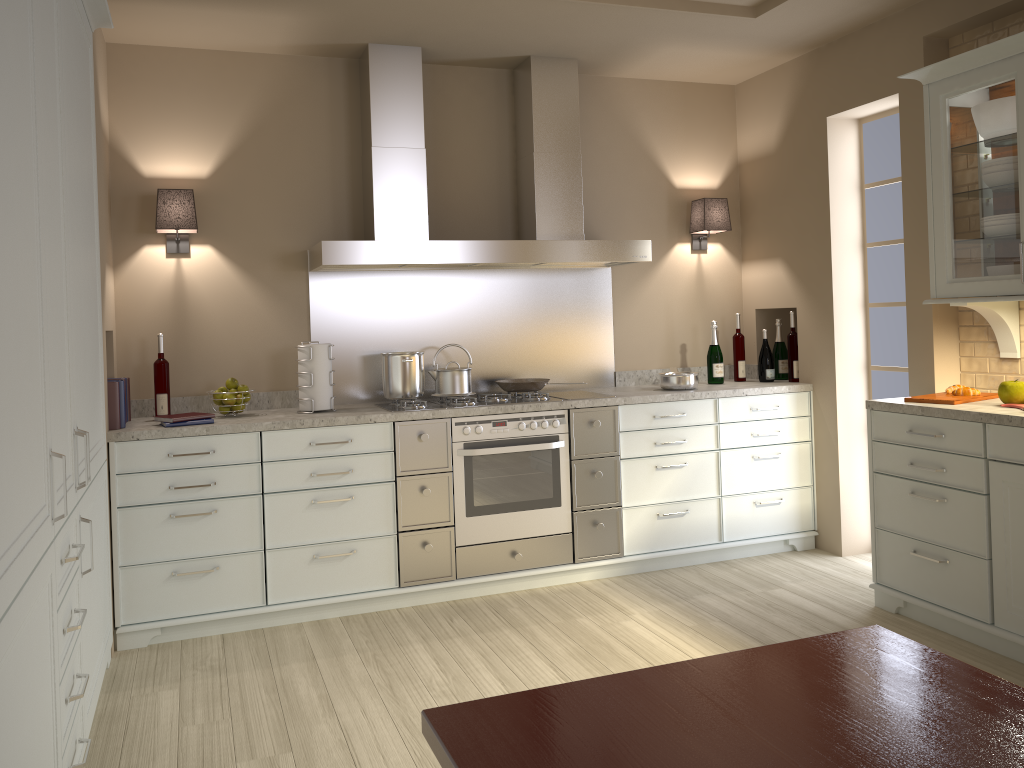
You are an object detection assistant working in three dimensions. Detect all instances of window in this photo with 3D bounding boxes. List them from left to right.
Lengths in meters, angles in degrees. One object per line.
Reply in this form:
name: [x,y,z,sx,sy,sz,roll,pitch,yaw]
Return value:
window: [1.793,-0.353,4.076,0.010,1.198,0.409,-2,0,-20]

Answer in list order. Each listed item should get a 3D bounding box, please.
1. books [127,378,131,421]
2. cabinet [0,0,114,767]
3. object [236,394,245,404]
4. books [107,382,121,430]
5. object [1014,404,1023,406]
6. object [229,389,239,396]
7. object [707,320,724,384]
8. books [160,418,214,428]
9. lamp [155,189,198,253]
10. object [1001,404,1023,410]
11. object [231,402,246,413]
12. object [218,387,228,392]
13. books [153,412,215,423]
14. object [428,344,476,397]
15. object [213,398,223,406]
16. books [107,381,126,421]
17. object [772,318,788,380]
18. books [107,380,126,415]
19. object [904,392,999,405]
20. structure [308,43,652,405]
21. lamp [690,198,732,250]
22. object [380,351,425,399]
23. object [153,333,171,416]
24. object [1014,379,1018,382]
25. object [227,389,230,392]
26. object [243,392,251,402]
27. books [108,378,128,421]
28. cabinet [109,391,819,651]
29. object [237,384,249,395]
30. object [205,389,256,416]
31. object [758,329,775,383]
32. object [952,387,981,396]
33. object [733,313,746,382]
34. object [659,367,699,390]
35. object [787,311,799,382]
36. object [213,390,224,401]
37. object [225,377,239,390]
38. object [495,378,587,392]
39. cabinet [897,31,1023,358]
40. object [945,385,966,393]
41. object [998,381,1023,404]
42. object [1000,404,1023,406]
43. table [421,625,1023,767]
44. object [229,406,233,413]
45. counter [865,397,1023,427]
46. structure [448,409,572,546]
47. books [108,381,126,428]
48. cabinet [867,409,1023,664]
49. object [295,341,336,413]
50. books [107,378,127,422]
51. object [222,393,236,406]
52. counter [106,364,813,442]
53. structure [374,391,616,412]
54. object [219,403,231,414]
books: [-1.683,0.069,3.694,0.165,0.183,0.032,-3,0,-20]
cabinet: [-1.349,-0.090,2.128,0.613,2.338,2.344,-2,2,-20]
object: [-1.149,0.063,3.733,0.039,0.040,0.040,-3,2,-28]
books: [-1.594,0.087,3.391,0.165,0.183,0.032,-3,0,-20]
object: [1.771,0.081,3.046,0.030,0.012,0.148,-2,4,-1]
object: [-1.178,0.038,3.751,0.040,0.038,0.040,0,3,41]
object: [1.053,-0.165,4.593,0.083,0.331,0.083,-2,0,9]
books: [-1.297,0.151,3.522,0.183,0.017,0.164,-4,5,-30]
lamp: [-1.449,-0.703,3.823,0.170,0.258,0.192,-2,1,-20]
object: [1.753,0.082,3.051,0.040,0.013,0.155,-2,4,-4]
object: [-1.166,0.096,3.766,0.059,0.056,0.061,-1,2,25]
object: [-1.230,0.033,3.757,0.044,0.043,0.040,-2,2,-5]
books: [-1.311,0.133,3.531,0.164,0.017,0.183,1,5,40]
object: [-0.275,-0.068,4.102,0.208,0.236,0.209,-2,2,14]
object: [-1.248,0.066,3.774,0.053,0.055,0.054,-1,2,35]
books: [-1.629,0.080,3.514,0.166,0.183,0.091,-3,1,-17]
object: [1.429,-0.187,4.716,0.083,0.331,0.083,-2,0,9]
books: [-1.640,0.077,3.545,0.165,0.182,0.092,-3,1,-20]
object: [1.714,0.054,3.436,0.351,0.020,0.200,-5,5,-35]
structure: [-0.144,-0.743,4.163,1.560,1.679,0.447,-3,0,-20]
lamp: [1.048,-0.855,4.730,0.170,0.258,0.192,-2,1,-20]
object: [-0.495,-0.040,4.028,0.201,0.207,0.201,-1,2,28]
object: [-1.474,-0.031,3.721,0.062,0.366,0.062,-2,0,6]
object: [1.799,-0.007,3.157,0.003,0.021,0.018,-2,1,-34]
object: [-1.226,0.047,3.815,0.054,0.048,0.055,-3,3,-27]
object: [-1.138,0.056,3.776,0.047,0.045,0.047,-3,2,-16]
books: [-1.682,0.070,3.660,0.165,0.183,0.032,-3,0,-20]
cabinet: [-0.094,0.494,4.123,3.209,0.794,0.643,-3,2,-20]
object: [-1.140,0.024,3.750,0.047,0.045,0.047,-3,2,-19]
object: [-1.196,0.082,3.768,0.206,0.109,0.206,0,4,25]
object: [1.321,-0.147,4.600,0.083,0.277,0.084,-2,0,1]
object: [1.753,0.030,3.411,0.098,0.037,0.044,-1,3,10]
object: [1.204,-0.195,4.694,0.062,0.366,0.062,-2,0,14]
object: [0.853,-0.030,4.428,0.198,0.090,0.371,-1,4,22]
object: [1.444,-0.191,4.535,0.062,0.366,0.062,-2,0,14]
object: [-1.232,0.048,3.715,0.047,0.048,0.048,-1,2,33]
object: [-1.195,0.000,3.777,0.055,0.056,0.055,-3,2,-20]
object: [0.114,0.009,4.166,0.424,0.051,0.265,1,5,38]
cabinet: [2.044,-0.601,2.621,0.411,1.112,1.930,-2,3,-20]
object: [1.777,0.021,3.526,0.099,0.037,0.044,-3,2,-10]
object: [1.797,0.034,3.163,0.104,0.090,0.106,-3,2,-14]
object: [1.775,0.078,3.090,0.042,0.012,0.129,-3,4,-19]
table: [0.544,0.796,0.464,0.752,0.679,1.761,-3,4,-20]
object: [-1.208,0.106,3.795,0.038,0.038,0.039,-3,2,-16]
counter: [2.030,0.129,2.587,0.523,0.035,2.200,-3,4,-20]
structure: [-0.079,0.434,4.094,0.541,0.696,0.580,-3,2,-20]
books: [-1.589,0.084,3.427,0.165,0.183,0.032,-3,0,-20]
cabinet: [2.086,0.530,2.590,0.638,0.792,2.222,-3,4,-20]
object: [-0.857,-0.033,3.844,0.169,0.304,0.163,-3,1,-36]
books: [-1.673,0.073,3.629,0.165,0.183,0.032,-3,0,-20]
object: [-1.188,0.064,3.718,0.058,0.058,0.058,0,3,37]
counter: [-0.098,0.052,4.116,3.848,0.114,0.579,-3,4,-20]
structure: [-0.077,0.062,4.062,1.049,0.031,0.399,-3,4,-20]
object: [-1.217,0.105,3.743,0.048,0.048,0.048,-2,2,-9]
